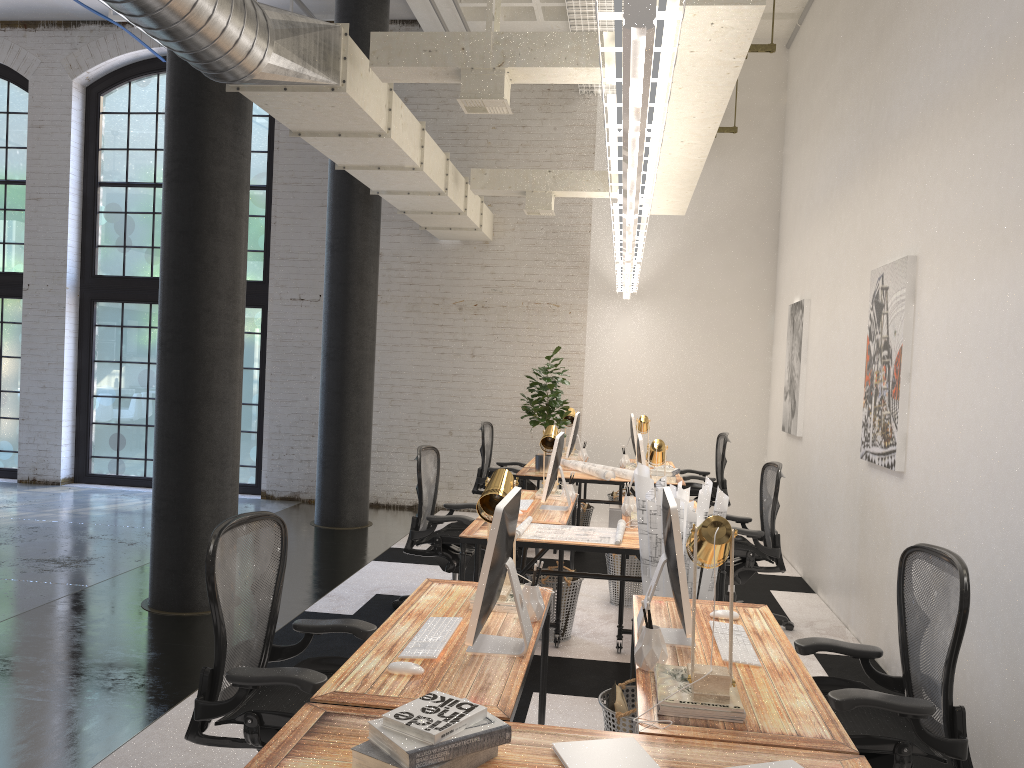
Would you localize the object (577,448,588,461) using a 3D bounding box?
[{"bbox_3d":[0.692,0.690,8.673,0.101,0.127,0.101,2,2,-38],"label":"object"}]

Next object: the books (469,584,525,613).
[{"bbox_3d":[-0.028,0.805,3.362,0.225,0.038,0.308,3,1,7],"label":"books"}]

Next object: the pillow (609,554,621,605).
[{"bbox_3d":[0.733,1.337,6.239,0.119,0.407,0.239,3,2,8],"label":"pillow"}]

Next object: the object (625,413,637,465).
[{"bbox_3d":[1.155,0.534,8.534,0.189,0.485,0.483,3,1,7],"label":"object"}]

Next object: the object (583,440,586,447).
[{"bbox_3d":[0.695,0.647,8.686,0.054,0.207,0.008,2,2,-28],"label":"object"}]

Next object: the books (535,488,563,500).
[{"bbox_3d":[0.288,0.774,6.241,0.225,0.038,0.308,3,1,7],"label":"books"}]

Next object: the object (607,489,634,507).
[{"bbox_3d":[1.121,1.277,8.888,0.353,0.435,0.358,3,1,3],"label":"object"}]

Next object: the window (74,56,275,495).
[{"bbox_3d":[-3.948,-1.281,10.548,2.490,5.182,0.137,3,2,7],"label":"window"}]

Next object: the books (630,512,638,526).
[{"bbox_3d":[0.825,0.813,5.320,0.225,0.038,0.308,3,1,7],"label":"books"}]

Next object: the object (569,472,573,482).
[{"bbox_3d":[0.385,0.697,6.022,0.054,0.207,0.008,2,2,-28],"label":"object"}]

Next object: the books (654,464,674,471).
[{"bbox_3d":[1.261,0.696,7.380,0.153,0.030,0.185,3,1,5],"label":"books"}]

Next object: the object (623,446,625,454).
[{"bbox_3d":[1.046,0.671,8.196,0.054,0.207,0.008,2,2,-28],"label":"object"}]

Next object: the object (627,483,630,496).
[{"bbox_3d":[0.736,0.721,5.533,0.054,0.207,0.008,2,2,-28],"label":"object"}]

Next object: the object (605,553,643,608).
[{"bbox_3d":[0.811,1.327,6.224,0.353,0.435,0.358,3,1,3],"label":"object"}]

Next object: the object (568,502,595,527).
[{"bbox_3d":[0.564,1.265,8.033,0.353,0.435,0.358,3,1,3],"label":"object"}]

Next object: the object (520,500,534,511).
[{"bbox_3d":[0.060,0.783,5.736,0.118,0.018,0.439,3,1,7],"label":"object"}]

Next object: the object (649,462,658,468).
[{"bbox_3d":[1.362,0.777,8.488,0.118,0.018,0.439,3,1,7],"label":"object"}]

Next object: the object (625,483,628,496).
[{"bbox_3d":[0.725,0.721,5.539,0.054,0.207,0.008,2,2,-6],"label":"object"}]

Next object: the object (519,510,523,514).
[{"bbox_3d":[0.013,0.779,5.411,0.106,0.029,0.059,3,1,8],"label":"object"}]

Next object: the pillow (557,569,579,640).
[{"bbox_3d":[0.330,1.332,5.355,0.119,0.407,0.239,3,2,8],"label":"pillow"}]

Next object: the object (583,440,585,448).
[{"bbox_3d":[0.700,0.648,8.657,0.008,0.207,0.054,2,2,-10],"label":"object"}]

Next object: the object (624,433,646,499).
[{"bbox_3d":[0.845,0.583,5.871,0.189,0.485,0.483,3,1,7],"label":"object"}]

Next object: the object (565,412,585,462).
[{"bbox_3d":[0.599,0.511,8.339,0.189,0.485,0.483,3,1,7],"label":"object"}]

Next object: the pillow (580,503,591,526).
[{"bbox_3d":[0.641,1.282,8.019,0.119,0.407,0.239,3,2,8],"label":"pillow"}]

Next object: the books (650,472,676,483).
[{"bbox_3d":[1.248,0.774,7.367,0.200,0.050,0.271,3,1,4],"label":"books"}]

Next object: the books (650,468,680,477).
[{"bbox_3d":[1.275,0.728,7.378,0.193,0.044,0.257,3,1,24],"label":"books"}]

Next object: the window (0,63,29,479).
[{"bbox_3d":[-6.935,-1.425,10.918,2.490,5.182,0.137,3,2,7],"label":"window"}]

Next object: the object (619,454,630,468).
[{"bbox_3d":[1.045,0.713,8.212,0.101,0.127,0.101,2,2,-38],"label":"object"}]

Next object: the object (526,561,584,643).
[{"bbox_3d":[0.253,1.315,5.369,0.353,0.435,0.358,3,1,3],"label":"object"}]

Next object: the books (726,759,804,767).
[{"bbox_3d":[0.560,0.865,1.887,0.235,0.024,0.200,2,1,-20],"label":"books"}]

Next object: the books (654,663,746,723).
[{"bbox_3d":[0.509,0.845,2.440,0.225,0.038,0.308,3,1,7],"label":"books"}]

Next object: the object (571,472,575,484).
[{"bbox_3d":[0.396,0.698,6.017,0.054,0.207,0.008,2,2,-6],"label":"object"}]

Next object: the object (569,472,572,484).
[{"bbox_3d":[0.389,0.698,5.994,0.008,0.207,0.054,2,2,-10],"label":"object"}]

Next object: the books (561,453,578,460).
[{"bbox_3d":[0.598,0.724,8.904,0.225,0.038,0.308,3,1,7],"label":"books"}]

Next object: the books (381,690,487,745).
[{"bbox_3d":[-0.171,0.738,1.969,0.153,0.030,0.185,3,1,35],"label":"books"}]

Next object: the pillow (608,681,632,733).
[{"bbox_3d":[0.417,1.368,3.360,0.119,0.407,0.239,3,2,8],"label":"pillow"}]

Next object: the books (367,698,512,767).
[{"bbox_3d":[-0.161,0.770,1.960,0.257,0.044,0.193,2,1,-36],"label":"books"}]

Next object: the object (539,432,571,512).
[{"bbox_3d":[0.288,0.561,5.676,0.189,0.485,0.483,3,1,7],"label":"object"}]

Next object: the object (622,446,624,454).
[{"bbox_3d":[1.035,0.671,8.202,0.054,0.207,0.008,2,2,-6],"label":"object"}]

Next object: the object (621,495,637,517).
[{"bbox_3d":[0.735,0.763,5.549,0.101,0.127,0.101,2,2,-38],"label":"object"}]

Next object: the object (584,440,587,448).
[{"bbox_3d":[0.706,0.649,8.680,0.054,0.207,0.008,2,2,-6],"label":"object"}]

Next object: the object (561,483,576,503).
[{"bbox_3d":[0.382,0.739,6.009,0.101,0.127,0.101,2,2,-38],"label":"object"}]

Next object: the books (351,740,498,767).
[{"bbox_3d":[-0.190,0.815,1.963,0.200,0.050,0.271,3,1,34],"label":"books"}]

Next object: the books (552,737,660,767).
[{"bbox_3d":[0.223,0.851,1.971,0.205,0.019,0.243,2,1,-16],"label":"books"}]

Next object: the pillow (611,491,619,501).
[{"bbox_3d":[1.043,1.287,8.903,0.119,0.407,0.239,3,2,8],"label":"pillow"}]

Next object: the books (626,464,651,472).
[{"bbox_3d":[1.135,0.764,7.983,0.225,0.038,0.308,3,1,7],"label":"books"}]
